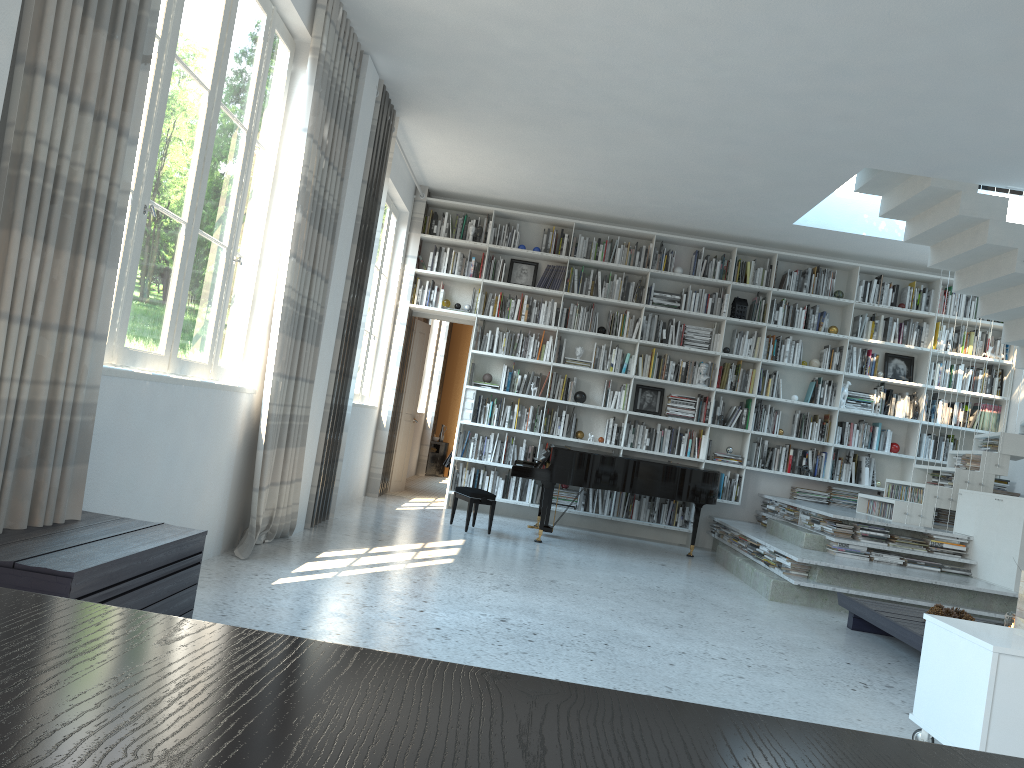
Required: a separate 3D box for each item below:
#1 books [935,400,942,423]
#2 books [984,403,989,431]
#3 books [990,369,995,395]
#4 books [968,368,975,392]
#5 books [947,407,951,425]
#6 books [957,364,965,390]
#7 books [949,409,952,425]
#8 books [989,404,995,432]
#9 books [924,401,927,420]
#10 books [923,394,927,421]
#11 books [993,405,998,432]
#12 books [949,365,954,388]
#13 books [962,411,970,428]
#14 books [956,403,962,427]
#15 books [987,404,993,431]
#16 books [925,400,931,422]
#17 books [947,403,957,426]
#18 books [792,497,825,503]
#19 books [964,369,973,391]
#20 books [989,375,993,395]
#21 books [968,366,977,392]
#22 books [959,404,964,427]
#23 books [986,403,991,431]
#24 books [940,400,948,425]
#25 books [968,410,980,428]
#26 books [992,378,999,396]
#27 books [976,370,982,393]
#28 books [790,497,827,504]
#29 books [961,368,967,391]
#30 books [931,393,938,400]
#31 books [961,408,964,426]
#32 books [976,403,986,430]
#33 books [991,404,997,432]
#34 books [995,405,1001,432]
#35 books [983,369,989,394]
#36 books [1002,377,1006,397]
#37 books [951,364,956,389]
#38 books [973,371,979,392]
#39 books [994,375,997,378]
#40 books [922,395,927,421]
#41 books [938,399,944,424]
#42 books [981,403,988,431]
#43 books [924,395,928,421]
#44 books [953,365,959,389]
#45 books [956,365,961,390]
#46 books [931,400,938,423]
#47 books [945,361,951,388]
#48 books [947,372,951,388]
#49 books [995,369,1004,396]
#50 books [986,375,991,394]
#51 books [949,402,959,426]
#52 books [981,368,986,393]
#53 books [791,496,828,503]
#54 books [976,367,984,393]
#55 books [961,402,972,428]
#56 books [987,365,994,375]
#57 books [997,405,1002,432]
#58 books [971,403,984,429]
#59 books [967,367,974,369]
[{"bbox_3d":[4.369,0.293,9.148,0.026,0.245,0.181,9,-2,2],"label":"books"},{"bbox_3d":[4.851,0.346,9.142,0.018,0.293,0.169,9,-2,2],"label":"books"},{"bbox_3d":[4.931,-0.008,9.165,0.013,0.283,0.149,9,-2,2],"label":"books"},{"bbox_3d":[4.710,-0.031,9.161,0.023,0.258,0.184,9,-2,2],"label":"books"},{"bbox_3d":[4.465,0.337,9.143,0.023,0.189,0.169,9,-2,2],"label":"books"},{"bbox_3d":[4.602,-0.061,9.164,0.030,0.283,0.166,9,-2,2],"label":"books"},{"bbox_3d":[4.491,0.345,9.164,0.030,0.184,0.137,9,-2,2],"label":"books"},{"bbox_3d":[4.904,0.354,9.140,0.018,0.293,0.169,9,-2,2],"label":"books"},{"bbox_3d":[4.242,0.278,9.170,0.010,0.238,0.147,9,-2,2],"label":"books"},{"bbox_3d":[4.236,0.249,9.171,0.010,0.293,0.164,9,-2,2],"label":"books"},{"bbox_3d":[4.940,0.360,9.139,0.018,0.293,0.169,9,-2,2],"label":"books"},{"bbox_3d":[4.508,-0.064,9.165,0.013,0.260,0.158,9,-2,2],"label":"books"},{"bbox_3d":[4.641,0.369,9.128,0.024,0.181,0.191,9,-2,2],"label":"books"},{"bbox_3d":[4.590,0.325,9.165,0.012,0.254,0.161,9,-2,2],"label":"books"},{"bbox_3d":[4.886,0.351,9.137,0.018,0.293,0.169,9,-2,2],"label":"books"},{"bbox_3d":[4.289,0.287,9.178,0.066,0.236,0.144,9,-2,2],"label":"books"},{"bbox_3d":[4.521,0.317,9.148,0.022,0.247,0.181,9,-2,2],"label":"books"},{"bbox_3d":[3.061,1.196,9.154,0.308,0.008,0.195,9,-3,-2],"label":"books"},{"bbox_3d":[4.675,-0.030,9.156,0.045,0.245,0.177,9,-2,2],"label":"books"},{"bbox_3d":[4.894,0.018,9.158,0.025,0.220,0.177,9,-2,2],"label":"books"},{"bbox_3d":[4.746,-0.041,9.180,0.024,0.291,0.132,9,-2,2],"label":"books"},{"bbox_3d":[4.608,0.331,9.167,0.025,0.248,0.134,9,-2,2],"label":"books"},{"bbox_3d":[4.869,0.348,9.141,0.018,0.293,0.169,9,-2,2],"label":"books"},{"bbox_3d":[4.432,0.295,9.145,0.056,0.261,0.176,9,-2,2],"label":"books"},{"bbox_3d":[4.725,0.368,9.142,0.088,0.217,0.167,9,-2,2],"label":"books"},{"bbox_3d":[4.944,0.037,9.147,0.029,0.195,0.192,9,-2,2],"label":"books"},{"bbox_3d":[4.794,-0.014,9.168,0.025,0.252,0.160,9,-2,2],"label":"books"},{"bbox_3d":[3.060,1.204,9.153,0.345,0.007,0.193,9,-3,6],"label":"books"},{"bbox_3d":[4.648,-0.038,9.177,0.012,0.254,0.161,9,-2,2],"label":"books"},{"bbox_3d":[4.356,0.254,9.169,0.012,0.322,0.141,9,-2,2],"label":"books"},{"bbox_3d":[4.624,0.355,9.169,0.014,0.207,0.138,9,-2,2],"label":"books"},{"bbox_3d":[4.809,0.339,9.143,0.033,0.294,0.169,9,-2,2],"label":"books"},{"bbox_3d":[4.922,0.357,9.135,0.018,0.293,0.169,9,-2,2],"label":"books"},{"bbox_3d":[4.958,0.362,9.128,0.018,0.293,0.169,9,-2,2],"label":"books"},{"bbox_3d":[4.847,-0.015,9.152,0.028,0.268,0.173,9,-2,2],"label":"books"},{"bbox_3d":[5.031,0.040,9.151,0.021,0.219,0.184,9,-2,2],"label":"books"},{"bbox_3d":[4.528,-0.066,9.173,0.025,0.270,0.152,9,-2,2],"label":"books"},{"bbox_3d":[4.767,-0.010,9.179,0.028,0.237,0.146,9,-2,2],"label":"books"},{"bbox_3d":[4.973,0.026,9.181,0.024,0.230,0.131,9,-2,2],"label":"books"},{"bbox_3d":[4.217,0.253,9.157,0.025,0.277,0.160,9,-2,2],"label":"books"},{"bbox_3d":[4.394,0.288,9.159,0.022,0.265,0.157,9,-2,2],"label":"books"},{"bbox_3d":[4.832,0.342,9.128,0.018,0.293,0.169,9,-2,2],"label":"books"},{"bbox_3d":[4.255,0.260,9.180,0.010,0.279,0.147,9,-2,2],"label":"books"},{"bbox_3d":[4.551,-0.057,9.163,0.024,0.259,0.156,9,-2,2],"label":"books"},{"bbox_3d":[4.574,-0.055,9.160,0.022,0.262,0.172,9,-2,2],"label":"books"},{"bbox_3d":[4.333,0.289,9.150,0.022,0.243,0.170,9,-2,2],"label":"books"},{"bbox_3d":[4.472,-0.086,9.166,0.012,0.292,0.165,9,-2,2],"label":"books"},{"bbox_3d":[4.483,-0.027,9.177,0.027,0.179,0.157,9,-2,2],"label":"books"},{"bbox_3d":[5.006,-0.002,9.152,0.042,0.292,0.186,9,-2,2],"label":"books"},{"bbox_3d":[4.869,0.017,9.149,0.025,0.211,0.188,9,-2,2],"label":"books"},{"bbox_3d":[4.547,0.316,9.158,0.029,0.259,0.171,9,-2,2],"label":"books"},{"bbox_3d":[4.827,-0.022,9.156,0.013,0.277,0.188,9,-2,2],"label":"books"},{"bbox_3d":[3.063,1.189,9.151,0.345,0.007,0.193,9,-3,7],"label":"books"},{"bbox_3d":[4.815,-0.027,9.159,0.012,0.283,0.151,9,-2,2],"label":"books"},{"bbox_3d":[4.673,0.326,9.156,0.026,0.277,0.170,9,-2,2],"label":"books"},{"bbox_3d":[4.922,-0.033,9.174,0.013,0.330,0.140,9,-2,2],"label":"books"},{"bbox_3d":[4.976,0.365,9.138,0.018,0.293,0.169,9,-2,2],"label":"books"},{"bbox_3d":[4.771,0.336,9.144,0.072,0.291,0.169,9,-2,2],"label":"books"},{"bbox_3d":[4.728,-0.035,9.185,0.010,0.273,0.130,9,-2,2],"label":"books"}]
